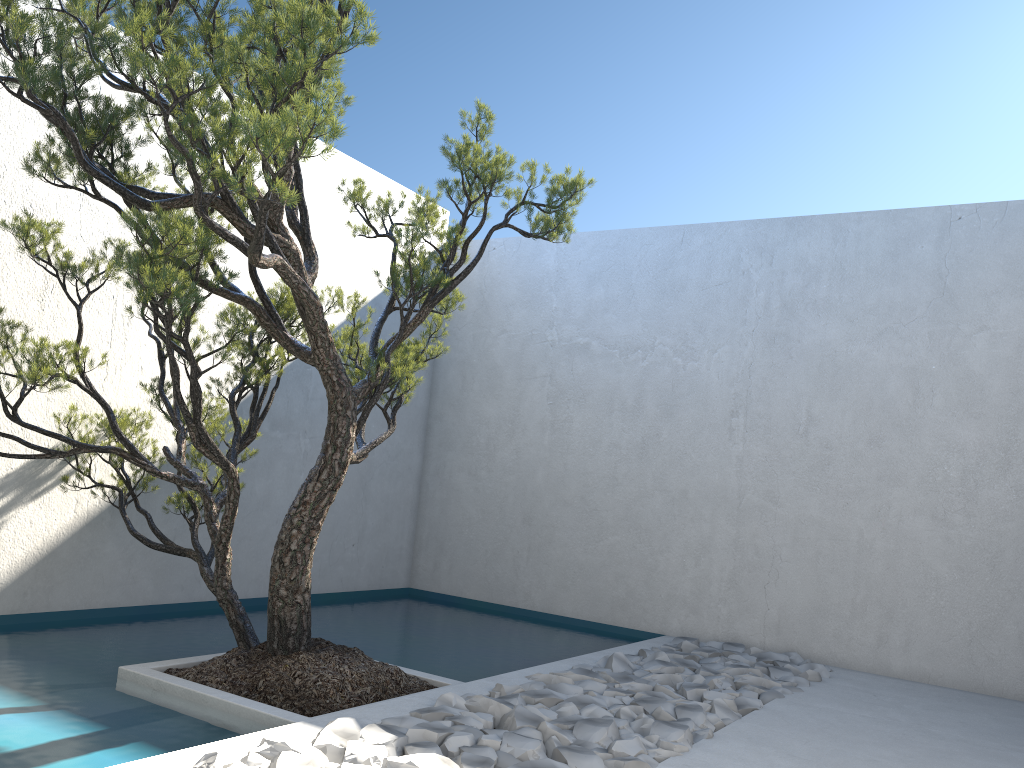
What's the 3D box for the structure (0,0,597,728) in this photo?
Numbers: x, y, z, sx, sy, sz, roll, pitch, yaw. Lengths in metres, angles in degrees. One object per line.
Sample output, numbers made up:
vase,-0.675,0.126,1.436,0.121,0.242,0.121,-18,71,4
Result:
structure,-1.114,-0.310,3.693,2.581,3.455,2.537,4,-4,25
